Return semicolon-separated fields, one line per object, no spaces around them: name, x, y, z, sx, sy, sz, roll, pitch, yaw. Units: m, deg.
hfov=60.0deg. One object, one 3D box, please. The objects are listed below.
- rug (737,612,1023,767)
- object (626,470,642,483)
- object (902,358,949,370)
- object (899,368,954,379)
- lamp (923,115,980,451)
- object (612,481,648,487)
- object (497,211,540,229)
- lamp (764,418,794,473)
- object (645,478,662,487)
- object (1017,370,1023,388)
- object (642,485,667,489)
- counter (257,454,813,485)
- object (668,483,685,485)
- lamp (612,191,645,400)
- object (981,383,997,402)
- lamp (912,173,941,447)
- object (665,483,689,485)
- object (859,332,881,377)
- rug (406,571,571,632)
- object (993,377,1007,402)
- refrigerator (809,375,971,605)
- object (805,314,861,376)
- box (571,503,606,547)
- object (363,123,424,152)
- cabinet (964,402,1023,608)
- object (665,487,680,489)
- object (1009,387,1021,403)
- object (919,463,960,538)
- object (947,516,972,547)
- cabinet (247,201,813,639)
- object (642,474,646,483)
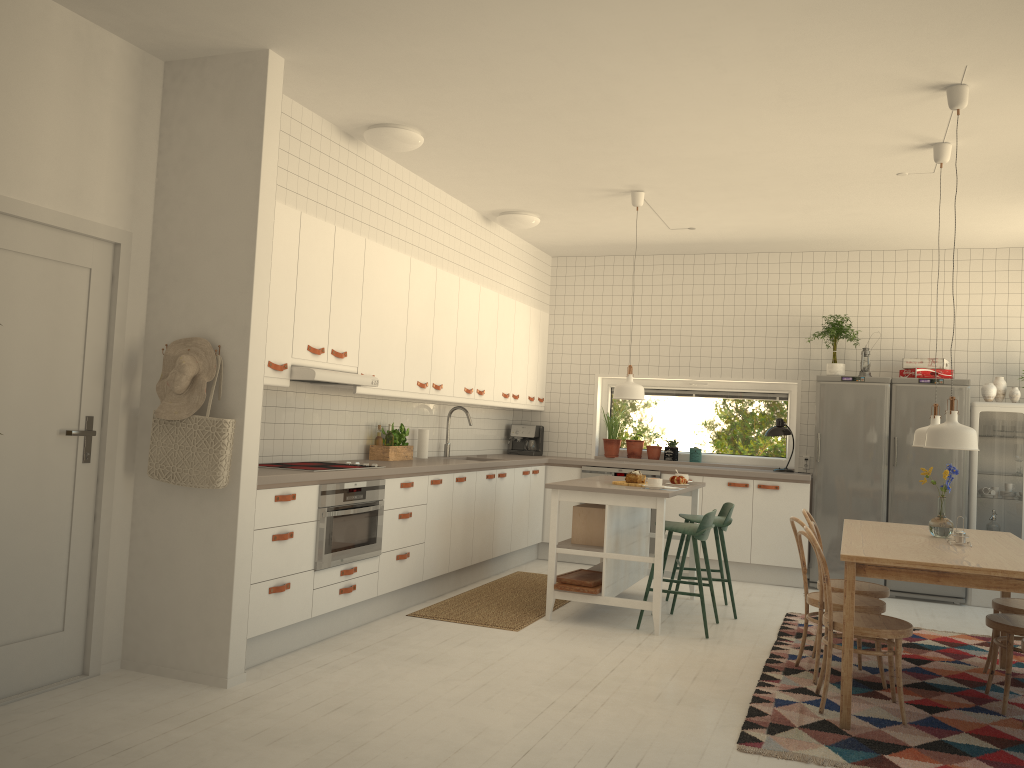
rug;2.221;1.543;4.563;1.749;0.035;3.024;2;-3;21
object;0.809;0.613;5.888;0.086;0.087;0.090;1;-3;29
object;3.399;-0.157;7.282;0.312;0.082;0.307;1;-3;34
object;3.396;-0.075;7.274;0.309;0.082;0.312;3;-2;1
lamp;2.034;-0.500;4.065;0.229;1.596;0.229;5;-3;-34
object;0.834;0.669;5.947;0.237;0.019;0.306;1;-3;38
object;0.050;-1.302;7.119;0.351;0.101;0.351;4;-3;-27
lamp;2.334;0.532;7.753;0.262;0.466;0.239;5;-4;-40
object;0.911;0.632;5.667;0.098;0.064;0.094;4;-3;-21
object;4.192;-0.026;6.967;0.371;0.385;0.372;1;-3;40
object;0.912;0.661;5.666;0.160;0.020;0.160;4;-3;-13
counter;0.450;0.677;6.050;2.856;0.163;4.842;2;-3;21
object;1.163;0.703;6.241;0.122;0.005;0.120;1;-3;39
lamp;0.849;-0.636;6.190;0.229;1.491;0.229;2;-3;22
object;4.016;0.601;6.644;0.943;1.208;0.261;1;-4;37
lamp;2.341;-0.449;4.865;0.229;1.596;0.229;4;-3;-23
object;1.162;0.705;6.237;0.167;0.005;0.167;2;-3;17
object;2.961;-0.243;7.366;0.163;0.383;0.154;0;-4;44
rug;0.042;1.519;6.345;0.750;0.004;1.999;2;-3;21
object;3.863;0.047;7.029;0.102;0.206;0.102;3;-3;5
refrigerator;3.100;0.846;7.330;1.146;1.778;0.559;2;-3;21
object;2.731;-0.332;7.455;0.474;0.545;0.467;1;-3;35
box;0.563;0.926;5.861;0.237;0.242;0.357;2;-3;22
object;-0.692;-1.423;5.187;0.351;0.101;0.351;4;-3;-27
cabinet;4.015;0.954;6.980;0.789;1.593;0.453;2;-3;21
object;1.014;0.679;5.801;0.167;0.005;0.167;2;-3;17
object;3.930;0.087;6.933;0.082;0.126;0.082;3;-3;-7
object;2.251;0.607;4.638;0.144;0.389;0.206;4;-3;-17
object;2.190;0.717;4.338;0.095;0.138;0.154;2;-3;21
cabinet;0.469;0.280;6.070;2.853;2.160;4.842;2;-3;21
object;0.857;0.632;5.954;0.083;0.057;0.072;2;-3;27
